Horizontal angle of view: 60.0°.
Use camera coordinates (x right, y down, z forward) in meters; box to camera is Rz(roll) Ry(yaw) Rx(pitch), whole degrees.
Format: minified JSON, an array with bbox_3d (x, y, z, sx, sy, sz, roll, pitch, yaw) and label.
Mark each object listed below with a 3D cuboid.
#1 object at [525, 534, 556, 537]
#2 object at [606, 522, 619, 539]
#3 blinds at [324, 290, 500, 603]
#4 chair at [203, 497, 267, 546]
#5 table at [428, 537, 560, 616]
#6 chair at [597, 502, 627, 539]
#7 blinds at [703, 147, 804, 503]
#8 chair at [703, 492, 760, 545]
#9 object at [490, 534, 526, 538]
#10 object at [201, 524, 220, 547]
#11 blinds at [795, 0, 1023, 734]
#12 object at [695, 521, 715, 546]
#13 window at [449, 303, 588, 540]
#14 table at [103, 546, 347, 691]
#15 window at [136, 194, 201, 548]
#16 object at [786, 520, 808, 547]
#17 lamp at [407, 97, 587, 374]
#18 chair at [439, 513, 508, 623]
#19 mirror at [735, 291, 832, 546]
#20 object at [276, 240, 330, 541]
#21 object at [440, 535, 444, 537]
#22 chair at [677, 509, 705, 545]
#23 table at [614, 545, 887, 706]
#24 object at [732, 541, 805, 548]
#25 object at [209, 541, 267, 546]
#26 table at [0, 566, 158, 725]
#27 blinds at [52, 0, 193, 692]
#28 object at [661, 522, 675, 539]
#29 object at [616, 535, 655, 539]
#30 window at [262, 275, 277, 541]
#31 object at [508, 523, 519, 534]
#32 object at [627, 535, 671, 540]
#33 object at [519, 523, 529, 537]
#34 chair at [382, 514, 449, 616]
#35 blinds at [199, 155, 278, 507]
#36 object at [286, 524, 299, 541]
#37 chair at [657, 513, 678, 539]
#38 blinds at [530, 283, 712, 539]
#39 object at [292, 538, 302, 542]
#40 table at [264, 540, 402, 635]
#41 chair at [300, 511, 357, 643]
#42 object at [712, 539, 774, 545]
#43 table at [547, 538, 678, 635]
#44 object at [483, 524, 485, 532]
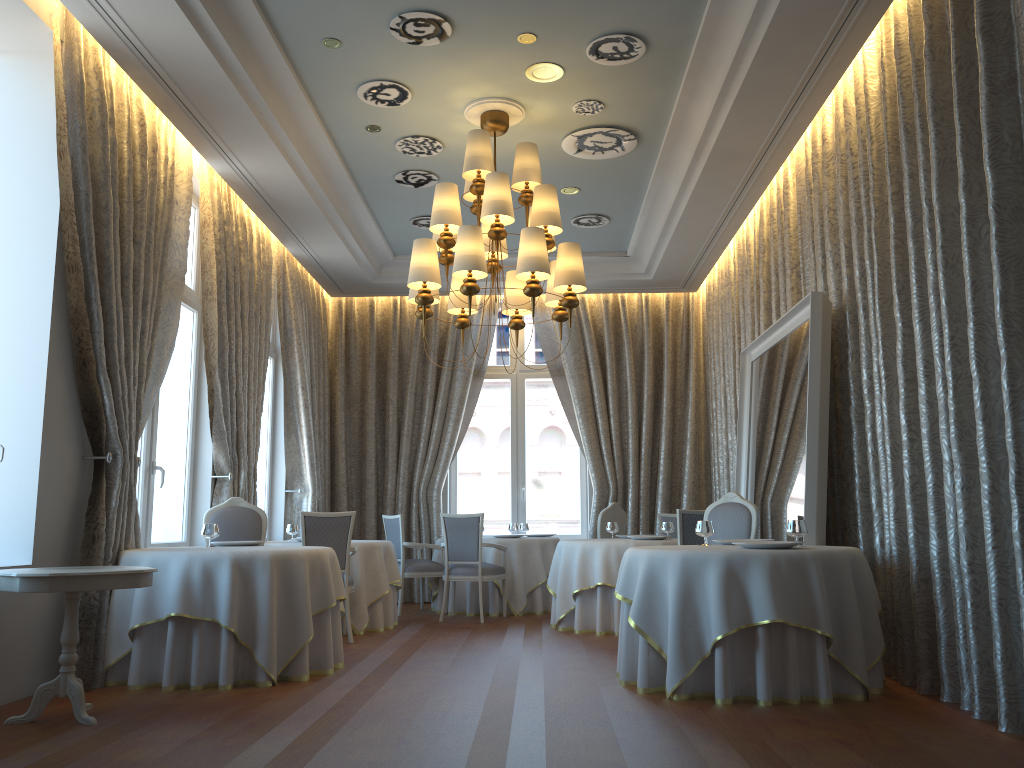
[{"bbox_3d":[0.331,1.819,10.651,0.419,0.036,0.419,0,-9,0],"label":"object"},{"bbox_3d":[1.028,1.497,9.058,0.128,0.165,0.128,-1,-9,2],"label":"object"},{"bbox_3d":[-1.414,0.466,11.794,2.535,4.901,0.386,-1,-9,2],"label":"blinds"},{"bbox_3d":[-2.183,1.508,7.048,0.563,1.233,0.690,4,-10,-23],"label":"chair"},{"bbox_3d":[-0.143,2.276,10.551,1.667,0.890,1.663,-4,-10,20],"label":"table"},{"bbox_3d":[0.917,1.975,10.095,0.690,1.233,0.563,-8,-12,41],"label":"chair"},{"bbox_3d":[2.522,0.075,9.584,0.238,4.819,4.439,-1,-9,2],"label":"blinds"},{"bbox_3d":[1.464,1.417,6.608,0.690,1.233,0.563,7,-11,-38],"label":"chair"},{"bbox_3d":[-0.043,1.748,10.189,0.419,0.036,0.419,0,-9,0],"label":"object"},{"bbox_3d":[-2.174,1.091,6.391,0.128,0.165,0.128,2,-9,-16],"label":"object"},{"bbox_3d":[2.397,-0.611,5.268,0.238,4.819,4.439,-1,-9,2],"label":"blinds"},{"bbox_3d":[1.308,1.011,6.010,0.128,0.165,0.128,-6,-11,31],"label":"object"},{"bbox_3d":[0.079,0.482,12.164,1.881,3.306,0.196,-1,-9,2],"label":"window"},{"bbox_3d":[-2.004,1.596,6.207,1.663,0.890,1.667,1,-9,-9],"label":"table"},{"bbox_3d":[-2.936,-0.256,7.411,0.259,3.306,1.882,-1,-9,1],"label":"window"},{"bbox_3d":[1.778,0.932,5.535,0.128,0.165,0.128,-1,-9,2],"label":"object"},{"bbox_3d":[-0.135,-1.185,7.075,1.373,2.121,1.373,-8,-12,38],"label":"lamp"},{"bbox_3d":[-0.437,1.934,9.429,0.650,1.108,0.629,-3,-9,16],"label":"chair"},{"bbox_3d":[2.150,0.779,7.252,0.385,2.564,2.251,-1,-9,2],"label":"mirror"},{"bbox_3d":[-2.486,0.358,10.780,0.386,4.901,2.121,-1,-9,2],"label":"object"},{"bbox_3d":[-0.644,1.800,10.494,0.419,0.036,0.419,0,-9,0],"label":"object"},{"bbox_3d":[1.476,1.659,7.773,0.650,1.108,0.629,5,-10,-28],"label":"chair"},{"bbox_3d":[1.488,1.490,5.672,1.663,0.890,1.667,1,-9,-9],"label":"table"},{"bbox_3d":[1.529,0.961,5.300,0.419,0.036,0.419,0,-9,0],"label":"object"},{"bbox_3d":[-2.064,1.203,6.686,0.419,0.036,0.419,0,-9,0],"label":"object"},{"bbox_3d":[-2.327,1.385,4.673,0.760,0.801,0.761,-8,-12,40],"label":"table"},{"bbox_3d":[-2.705,-0.417,6.202,0.315,4.930,2.204,-1,-9,2],"label":"blinds"},{"bbox_3d":[1.523,1.431,8.660,0.128,0.165,0.128,-1,-9,2],"label":"object"},{"bbox_3d":[1.287,1.585,9.212,0.419,0.036,0.419,0,-9,0],"label":"object"},{"bbox_3d":[-2.901,0.120,9.781,0.196,3.306,1.881,-1,-9,2],"label":"window"},{"bbox_3d":[0.019,1.735,10.516,0.128,0.165,0.128,-1,-9,2],"label":"object"},{"bbox_3d":[1.302,1.456,8.402,0.419,0.036,0.419,0,-9,0],"label":"object"},{"bbox_3d":[0.150,1.800,10.933,0.128,0.165,0.128,-1,-9,2],"label":"object"},{"bbox_3d":[-1.123,2.056,10.175,0.629,1.108,0.650,6,-11,-33],"label":"chair"},{"bbox_3d":[-2.611,-0.030,8.629,0.335,4.969,2.257,-1,-9,2],"label":"blinds"},{"bbox_3d":[-2.255,1.524,9.108,0.128,0.165,0.128,-1,-9,2],"label":"object"},{"bbox_3d":[1.817,1.994,9.892,0.650,1.108,0.629,-4,-10,21],"label":"chair"},{"bbox_3d":[1.461,0.437,11.711,2.476,4.901,0.386,-1,-9,2],"label":"blinds"},{"bbox_3d":[-1.875,1.478,8.426,0.419,0.036,0.419,0,-9,0],"label":"object"},{"bbox_3d":[-1.922,2.009,8.812,1.667,0.890,1.663,0,-9,-5],"label":"table"},{"bbox_3d":[-1.690,1.679,7.779,0.650,1.108,0.629,4,-10,-23],"label":"chair"},{"bbox_3d":[1.605,1.097,6.159,0.419,0.036,0.419,0,-9,0],"label":"object"},{"bbox_3d":[1.198,1.975,8.709,1.663,0.890,1.667,-3,-9,15],"label":"table"},{"bbox_3d":[-0.382,1.712,10.357,0.128,0.165,0.128,-1,-9,2],"label":"object"}]
